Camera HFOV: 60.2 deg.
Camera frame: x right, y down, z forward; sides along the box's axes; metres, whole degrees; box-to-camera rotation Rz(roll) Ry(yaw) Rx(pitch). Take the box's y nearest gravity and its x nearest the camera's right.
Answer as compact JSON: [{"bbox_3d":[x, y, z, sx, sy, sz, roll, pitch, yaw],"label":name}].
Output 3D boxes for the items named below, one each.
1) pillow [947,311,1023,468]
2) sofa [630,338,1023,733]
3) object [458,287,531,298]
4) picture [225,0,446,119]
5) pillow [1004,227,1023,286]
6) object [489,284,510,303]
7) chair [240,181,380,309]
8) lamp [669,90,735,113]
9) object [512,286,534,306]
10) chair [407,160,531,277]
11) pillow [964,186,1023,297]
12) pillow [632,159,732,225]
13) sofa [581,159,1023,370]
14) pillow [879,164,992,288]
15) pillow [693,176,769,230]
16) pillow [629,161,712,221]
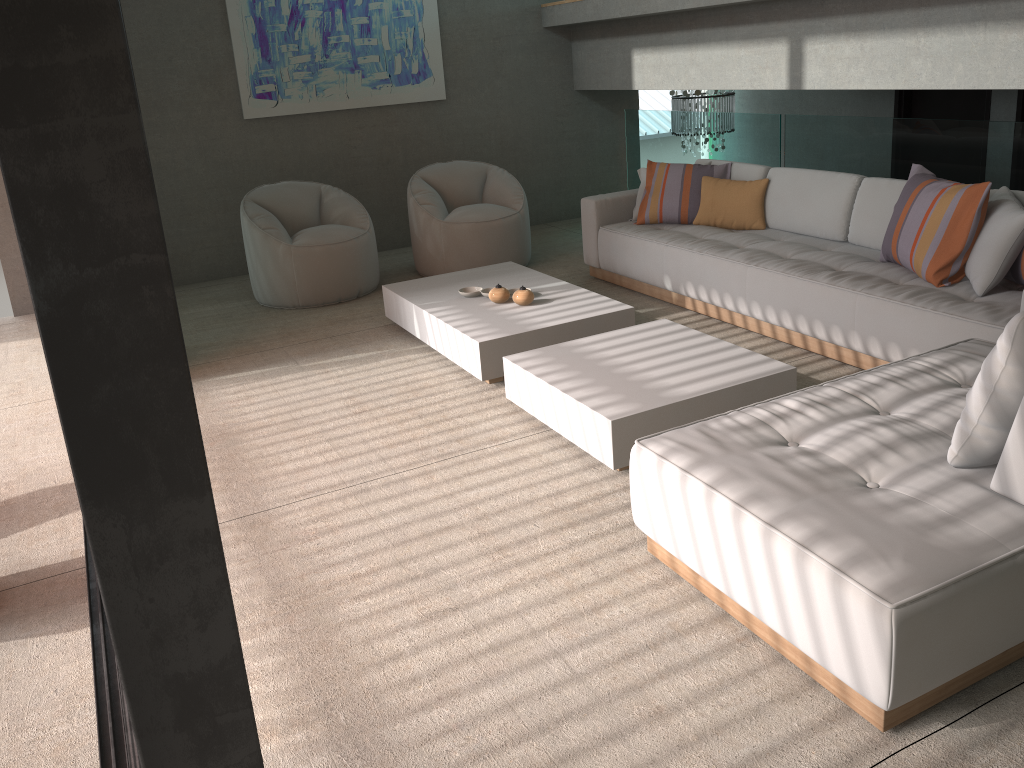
[{"bbox_3d":[1.429,-0.016,2.370,0.495,0.472,0.270,-13,19,-24],"label":"pillow"},{"bbox_3d":[1.283,0.152,2.622,1.607,0.716,1.030,-14,21,-24],"label":"sofa"},{"bbox_3d":[-0.098,-0.515,5.023,0.437,0.039,0.158,3,21,19],"label":"object"},{"bbox_3d":[-1.419,-3.233,7.020,1.732,2.003,0.030,-13,18,-25],"label":"picture"},{"bbox_3d":[2.308,-0.606,3.743,0.279,0.493,0.713,1,20,17],"label":"pillow"},{"bbox_3d":[-0.071,-0.503,4.887,0.120,0.103,0.122,-12,20,-20],"label":"object"},{"bbox_3d":[-1.447,-1.038,6.359,0.927,0.770,0.938,-12,20,-20],"label":"chair"},{"bbox_3d":[1.720,-4.079,8.059,1.008,3.851,1.014,11,23,42],"label":"lamp"},{"bbox_3d":[0.061,-0.484,4.808,0.119,0.103,0.122,-2,19,9],"label":"object"},{"bbox_3d":[-0.328,-1.283,6.781,0.922,0.770,0.942,-5,19,-1],"label":"chair"},{"bbox_3d":[2.188,-0.658,4.016,0.239,0.396,0.608,1,20,17],"label":"pillow"},{"bbox_3d":[1.143,-1.277,5.906,0.655,0.432,0.348,2,19,17],"label":"pillow"},{"bbox_3d":[1.711,-0.750,4.920,1.056,0.736,3.520,-13,22,-23],"label":"sofa"},{"bbox_3d":[2.017,-0.770,4.277,0.311,0.483,0.754,-5,19,-2],"label":"pillow"},{"bbox_3d":[1.412,-1.161,5.670,0.464,0.317,0.231,5,20,26],"label":"pillow"},{"bbox_3d":[1.112,-1.304,6.105,0.618,0.411,0.319,-1,18,11],"label":"pillow"}]
